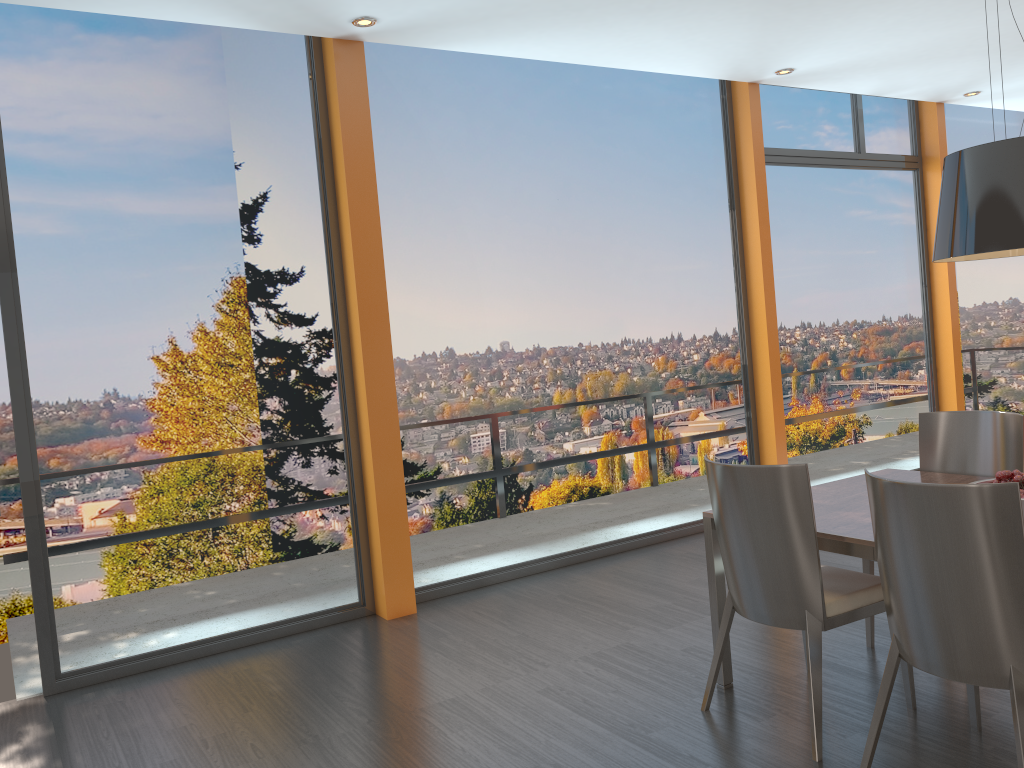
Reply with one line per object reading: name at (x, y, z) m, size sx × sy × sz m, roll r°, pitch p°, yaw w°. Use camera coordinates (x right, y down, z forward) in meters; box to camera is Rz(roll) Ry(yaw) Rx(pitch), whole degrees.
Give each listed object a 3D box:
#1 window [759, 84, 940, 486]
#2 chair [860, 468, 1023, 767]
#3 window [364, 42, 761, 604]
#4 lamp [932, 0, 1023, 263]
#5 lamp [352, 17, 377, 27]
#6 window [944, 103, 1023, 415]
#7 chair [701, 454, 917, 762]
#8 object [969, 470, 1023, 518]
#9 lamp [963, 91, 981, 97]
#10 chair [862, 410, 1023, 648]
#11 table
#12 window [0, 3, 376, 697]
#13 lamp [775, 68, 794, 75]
window at (2.698, -0.798, 7.141) m, size 2.105 × 3.345 × 0.070 m, roll -6°, pitch 3°, yaw -31°
chair at (1.405, 0.725, 2.654) m, size 0.614 × 0.967 × 0.548 m, roll -6°, pitch 3°, yaw -31°
window at (0.465, -0.537, 5.788) m, size 2.925 × 3.345 × 0.070 m, roll -6°, pitch 3°, yaw -31°
lamp at (1.641, -1.225, 2.920) m, size 0.567 × 1.579 × 0.567 m, roll -5°, pitch 2°, yaw -2°
lamp at (-0.752, -1.845, 4.523) m, size 0.129 × 0.010 × 0.129 m, roll -4°, pitch 3°, yaw 14°
window at (4.473, -1.005, 8.216) m, size 1.844 × 3.345 × 0.070 m, roll -6°, pitch 3°, yaw -31°
chair at (1.044, 0.729, 3.252) m, size 0.614 × 0.967 × 0.548 m, roll -6°, pitch 3°, yaw -31°
object at (1.771, 0.369, 3.008) m, size 0.427 × 0.154 × 0.427 m, roll -4°, pitch 3°, yaw 13°
lamp at (3.763, -2.372, 7.258) m, size 0.129 × 0.010 × 0.129 m, roll -4°, pitch 3°, yaw 14°
chair at (1.883, 0.629, 3.786) m, size 0.614 × 0.967 × 0.548 m, roll -6°, pitch 3°, yaw -31°
table at (1.847, 0.827, 2.936) m, size 1.172 × 0.764 × 2.151 m, roll -7°, pitch 3°, yaw -31°
window at (-1.634, -0.291, 4.516) m, size 1.662 × 3.345 × 0.070 m, roll -6°, pitch 3°, yaw -31°
lamp at (1.878, -2.152, 6.116) m, size 0.129 × 0.010 × 0.129 m, roll -4°, pitch 3°, yaw 14°
